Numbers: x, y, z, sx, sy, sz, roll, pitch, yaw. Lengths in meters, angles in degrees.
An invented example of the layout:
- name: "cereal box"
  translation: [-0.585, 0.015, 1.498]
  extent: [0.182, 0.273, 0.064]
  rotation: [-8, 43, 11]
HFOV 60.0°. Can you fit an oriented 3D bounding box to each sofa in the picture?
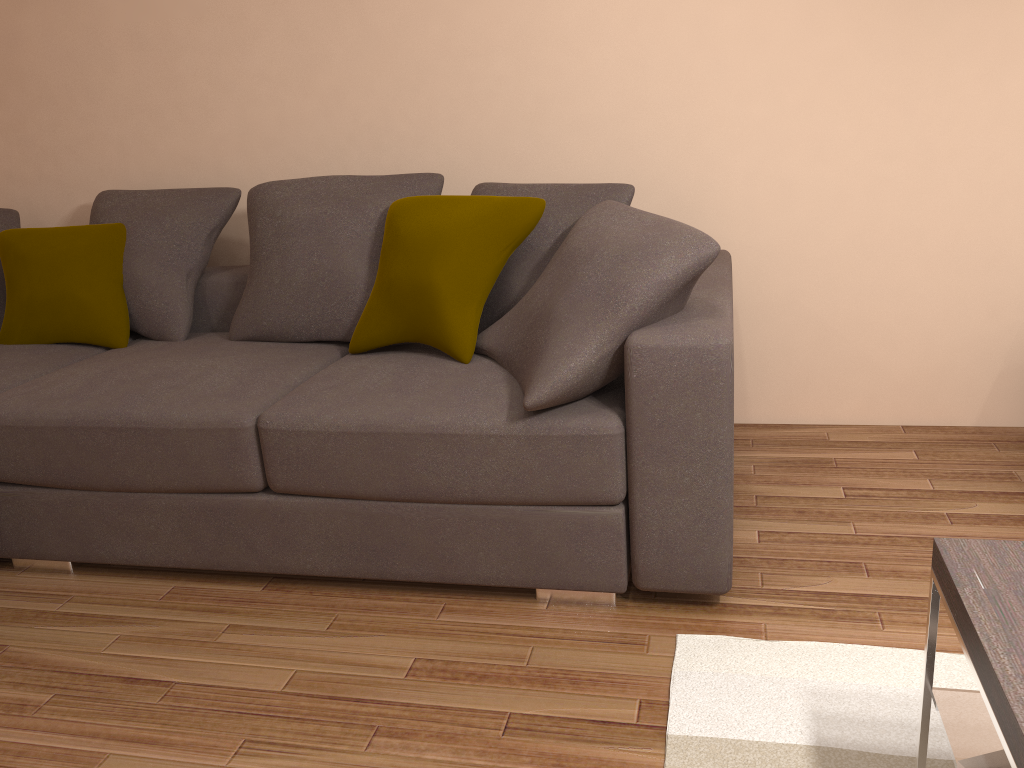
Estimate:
- name: "sofa"
  translation: [-1.112, 0.160, 2.897]
  extent: [3.565, 0.776, 1.906]
  rotation: [0, 18, 14]

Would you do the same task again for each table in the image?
- name: "table"
  translation: [1.032, 0.699, 0.987]
  extent: [0.856, 0.558, 1.110]
  rotation: [0, 18, 14]

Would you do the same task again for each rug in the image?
- name: "rug"
  translation: [1.046, 0.967, 1.064]
  extent: [1.791, 0.024, 2.122]
  rotation: [0, 18, 14]

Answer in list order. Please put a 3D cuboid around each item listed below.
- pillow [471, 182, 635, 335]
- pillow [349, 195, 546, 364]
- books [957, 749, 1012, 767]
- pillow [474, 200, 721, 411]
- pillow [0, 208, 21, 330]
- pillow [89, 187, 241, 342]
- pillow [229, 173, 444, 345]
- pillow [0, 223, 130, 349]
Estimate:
- name: "pillow"
  translation: [0.031, -0.364, 3.078]
  extent: [0.399, 0.635, 0.811]
  rotation: [-15, 21, -32]
- name: "pillow"
  translation: [-0.215, -0.345, 2.866]
  extent: [0.658, 0.492, 0.382]
  rotation: [9, 22, 36]
- name: "books"
  translation: [0.855, 0.634, 1.264]
  extent: [0.241, 0.026, 0.332]
  rotation: [-8, 18, -11]
- name: "pillow"
  translation: [0.196, -0.244, 2.514]
  extent: [0.560, 0.470, 0.749]
  rotation: [-9, 18, -14]
- name: "pillow"
  translation: [-2.340, -0.433, 3.556]
  extent: [0.806, 0.578, 0.483]
  rotation: [-17, 21, -34]
- name: "pillow"
  translation: [-1.477, -0.488, 3.594]
  extent: [0.787, 0.576, 0.431]
  rotation: [5, 20, 28]
- name: "pillow"
  translation: [-0.654, -0.454, 3.253]
  extent: [0.783, 0.590, 0.459]
  rotation: [2, 18, 18]
- name: "pillow"
  translation: [-1.735, -0.362, 3.454]
  extent: [0.631, 0.486, 0.335]
  rotation: [-2, 18, 7]
